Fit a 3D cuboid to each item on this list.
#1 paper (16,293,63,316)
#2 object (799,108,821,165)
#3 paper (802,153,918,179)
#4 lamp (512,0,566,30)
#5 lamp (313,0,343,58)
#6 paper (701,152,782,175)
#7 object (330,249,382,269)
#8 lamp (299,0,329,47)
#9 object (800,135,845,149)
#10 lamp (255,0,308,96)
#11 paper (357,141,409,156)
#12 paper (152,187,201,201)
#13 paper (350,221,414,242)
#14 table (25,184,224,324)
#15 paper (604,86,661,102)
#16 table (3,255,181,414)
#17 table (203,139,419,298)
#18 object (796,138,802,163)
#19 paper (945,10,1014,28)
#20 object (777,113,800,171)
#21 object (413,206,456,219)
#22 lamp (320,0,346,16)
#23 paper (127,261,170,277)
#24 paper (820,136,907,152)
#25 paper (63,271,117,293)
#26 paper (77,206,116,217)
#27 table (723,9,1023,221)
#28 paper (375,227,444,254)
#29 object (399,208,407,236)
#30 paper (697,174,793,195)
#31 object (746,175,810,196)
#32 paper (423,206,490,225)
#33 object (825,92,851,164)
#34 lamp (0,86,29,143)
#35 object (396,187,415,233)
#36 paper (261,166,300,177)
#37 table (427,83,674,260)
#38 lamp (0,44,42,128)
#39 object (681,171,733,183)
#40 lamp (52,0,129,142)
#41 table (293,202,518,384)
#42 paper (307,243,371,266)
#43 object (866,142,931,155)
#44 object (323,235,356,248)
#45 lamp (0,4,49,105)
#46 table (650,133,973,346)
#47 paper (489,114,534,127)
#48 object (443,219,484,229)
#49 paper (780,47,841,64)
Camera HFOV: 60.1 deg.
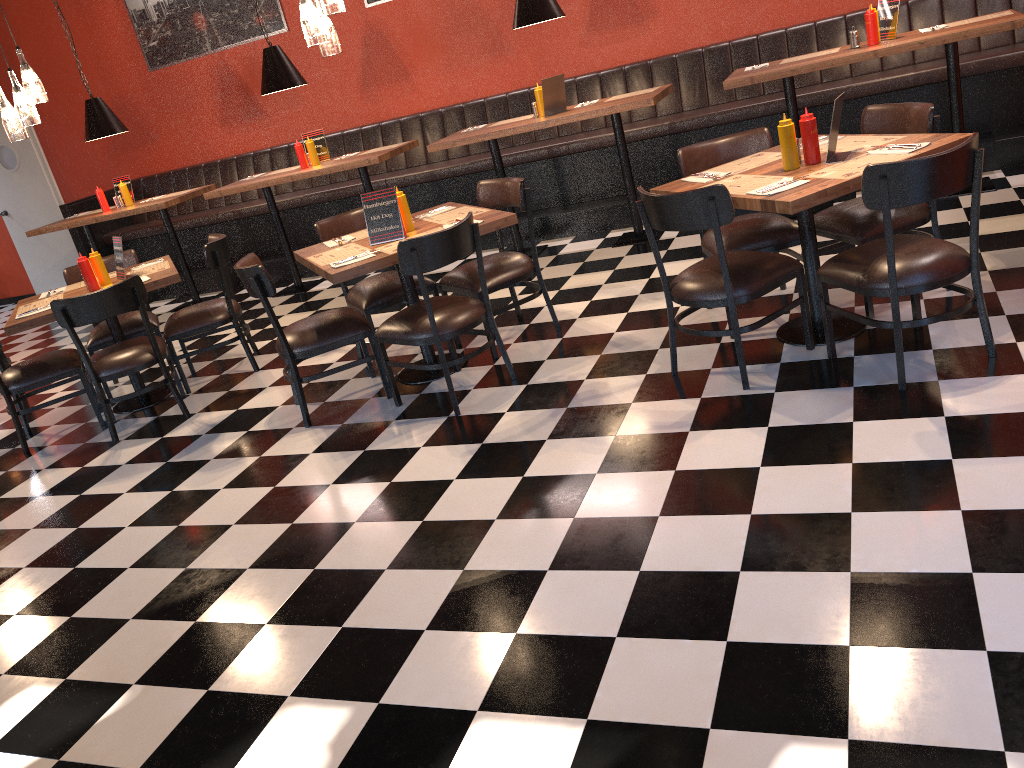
[{"bbox_3d":[-2.849,-0.482,5.353,0.262,0.001,0.368,-22,22,-20],"label":"paper"},{"bbox_3d":[1.260,-1.051,3.752,0.068,0.235,0.069,-7,20,21],"label":"object"},{"bbox_3d":[1.386,-0.875,3.548,0.367,0.001,0.263,-22,22,-19],"label":"paper"},{"bbox_3d":[-0.055,-3.436,5.838,0.384,2.017,0.385,-23,20,-22],"label":"lamp"},{"bbox_3d":[-1.123,-2.518,4.078,0.108,1.940,0.110,-1,23,35],"label":"lamp"},{"bbox_3d":[1.105,-1.034,4.141,0.367,0.001,0.263,-22,22,-19],"label":"paper"},{"bbox_3d":[-0.749,-0.610,4.262,0.256,0.018,0.159,-21,22,-16],"label":"object"},{"bbox_3d":[-1.165,-2.520,3.949,0.108,1.940,0.110,-12,19,7],"label":"lamp"},{"bbox_3d":[1.422,-1.139,4.176,0.256,0.018,0.159,-21,22,-16],"label":"object"},{"bbox_3d":[-2.051,-3.262,6.717,0.384,2.017,0.385,-23,20,-22],"label":"lamp"},{"bbox_3d":[-1.044,-1.910,7.182,0.365,0.001,0.265,-4,23,26],"label":"paper"},{"bbox_3d":[-3.040,-1.721,8.023,0.365,0.001,0.265,-4,23,26],"label":"paper"},{"bbox_3d":[-0.743,-0.856,4.912,0.367,0.001,0.263,-21,22,-17],"label":"paper"},{"bbox_3d":[-3.468,-1.157,8.258,1.689,0.987,0.706,-5,21,24],"label":"table"},{"bbox_3d":[0.862,-2.073,6.335,0.365,0.001,0.265,-4,23,26],"label":"paper"},{"bbox_3d":[-2.475,-0.244,5.575,0.965,0.764,0.965,-22,21,-18],"label":"table"},{"bbox_3d":[-1.537,-1.325,7.408,1.689,0.987,0.706,-5,21,24],"label":"table"},{"bbox_3d":[1.227,-1.023,3.846,0.046,0.134,0.095,-6,21,24],"label":"object"},{"bbox_3d":[2.851,-2.233,5.425,0.365,0.001,0.265,-4,23,26],"label":"paper"},{"bbox_3d":[1.169,-1.028,3.753,0.068,0.235,0.069,-7,20,21],"label":"object"},{"bbox_3d":[-0.450,-0.961,4.962,0.257,0.018,0.158,-25,23,-25],"label":"object"},{"bbox_3d":[-1.068,-2.641,3.879,0.109,1.940,0.109,-21,20,-17],"label":"lamp"},{"bbox_3d":[-2.292,-0.715,5.579,0.262,0.001,0.368,-21,22,-17],"label":"paper"},{"bbox_3d":[1.531,-1.076,3.965,0.262,0.001,0.369,-21,22,-16],"label":"paper"},{"bbox_3d":[-2.720,-0.669,5.747,0.367,0.001,0.263,-22,22,-20],"label":"paper"},{"bbox_3d":[-3.911,-1.648,8.415,0.365,0.001,0.265,-4,23,26],"label":"paper"},{"bbox_3d":[2.334,-1.663,5.702,1.689,0.987,0.706,-5,21,24],"label":"table"},{"bbox_3d":[-0.470,-0.705,4.345,0.367,0.001,0.263,-22,22,-20],"label":"paper"},{"bbox_3d":[-0.601,-0.868,4.518,0.068,0.235,0.069,-4,22,29],"label":"object"},{"bbox_3d":[0.968,-0.846,3.750,0.262,0.001,0.368,-22,22,-19],"label":"paper"},{"bbox_3d":[1.074,-0.795,3.525,0.256,0.018,0.159,-22,22,-18],"label":"object"},{"bbox_3d":[-0.300,-0.903,4.740,0.262,0.001,0.368,-22,22,-19],"label":"paper"},{"bbox_3d":[1.359,-1.077,3.726,0.072,0.253,0.191,-2,23,33],"label":"object"},{"bbox_3d":[-3.078,-2.297,4.812,0.108,1.940,0.110,-1,23,35],"label":"lamp"},{"bbox_3d":[-0.568,-0.908,4.598,0.068,0.235,0.069,-4,22,29],"label":"object"},{"bbox_3d":[-1.933,-1.823,7.550,0.365,0.001,0.265,-4,23,26],"label":"paper"},{"bbox_3d":[0.384,-1.493,6.561,1.689,0.987,0.706,-5,21,24],"label":"table"},{"bbox_3d":[-2.976,-2.366,4.756,0.109,1.940,0.109,-22,20,-21],"label":"lamp"},{"bbox_3d":[0.896,-0.948,4.037,0.158,0.018,0.257,-20,21,-15],"label":"object"},{"bbox_3d":[-3.815,-3.108,7.494,0.384,2.017,0.385,-23,20,-22],"label":"lamp"},{"bbox_3d":[-0.506,-0.438,4.766,0.965,0.764,0.965,-22,21,-18],"label":"table"},{"bbox_3d":[-0.884,-0.661,4.508,0.262,0.001,0.368,-22,22,-19],"label":"paper"},{"bbox_3d":[1.575,-0.975,3.656,0.158,0.018,0.257,-24,23,-24],"label":"object"},{"bbox_3d":[-0.936,-0.781,4.825,0.158,0.018,0.257,-21,22,-16],"label":"object"},{"bbox_3d":[-2.978,-2.521,4.839,0.108,1.940,0.110,-16,19,-2],"label":"lamp"},{"bbox_3d":[1.350,-0.610,3.975,0.965,0.764,0.965,-22,21,-18],"label":"table"},{"bbox_3d":[0.023,-1.999,6.702,0.365,0.001,0.265,-4,23,26],"label":"paper"},{"bbox_3d":[-0.254,-0.804,4.432,0.158,0.018,0.257,-22,22,-18],"label":"object"},{"bbox_3d":[1.958,-2.155,5.818,0.365,0.001,0.265,-4,23,26],"label":"paper"}]
